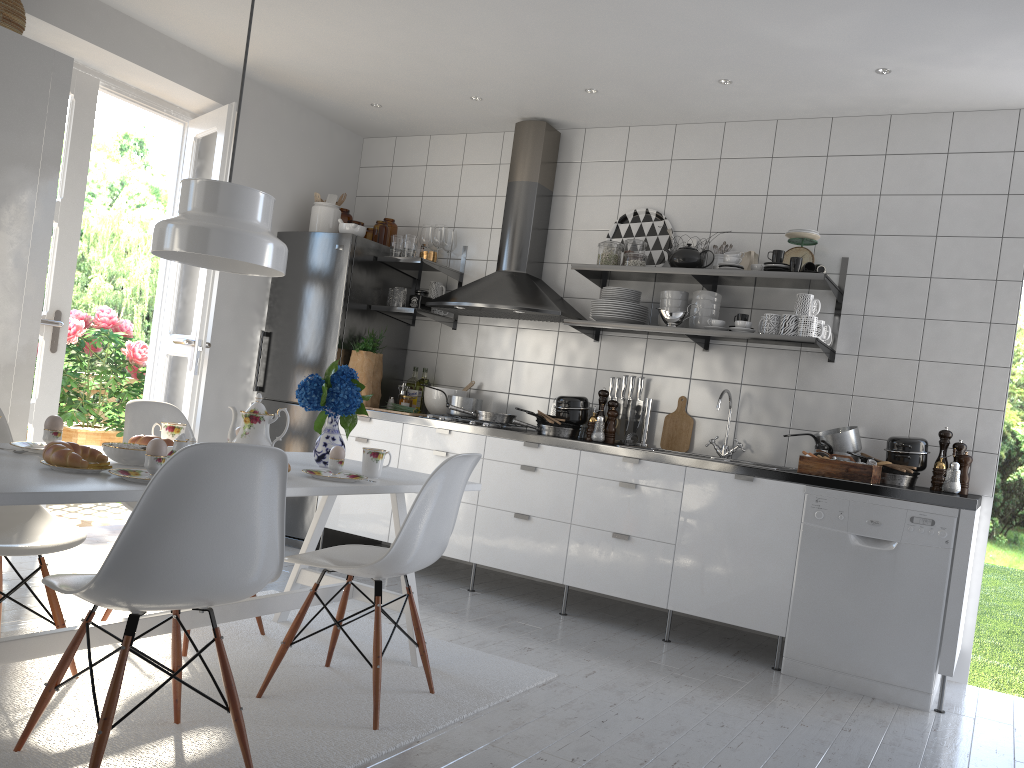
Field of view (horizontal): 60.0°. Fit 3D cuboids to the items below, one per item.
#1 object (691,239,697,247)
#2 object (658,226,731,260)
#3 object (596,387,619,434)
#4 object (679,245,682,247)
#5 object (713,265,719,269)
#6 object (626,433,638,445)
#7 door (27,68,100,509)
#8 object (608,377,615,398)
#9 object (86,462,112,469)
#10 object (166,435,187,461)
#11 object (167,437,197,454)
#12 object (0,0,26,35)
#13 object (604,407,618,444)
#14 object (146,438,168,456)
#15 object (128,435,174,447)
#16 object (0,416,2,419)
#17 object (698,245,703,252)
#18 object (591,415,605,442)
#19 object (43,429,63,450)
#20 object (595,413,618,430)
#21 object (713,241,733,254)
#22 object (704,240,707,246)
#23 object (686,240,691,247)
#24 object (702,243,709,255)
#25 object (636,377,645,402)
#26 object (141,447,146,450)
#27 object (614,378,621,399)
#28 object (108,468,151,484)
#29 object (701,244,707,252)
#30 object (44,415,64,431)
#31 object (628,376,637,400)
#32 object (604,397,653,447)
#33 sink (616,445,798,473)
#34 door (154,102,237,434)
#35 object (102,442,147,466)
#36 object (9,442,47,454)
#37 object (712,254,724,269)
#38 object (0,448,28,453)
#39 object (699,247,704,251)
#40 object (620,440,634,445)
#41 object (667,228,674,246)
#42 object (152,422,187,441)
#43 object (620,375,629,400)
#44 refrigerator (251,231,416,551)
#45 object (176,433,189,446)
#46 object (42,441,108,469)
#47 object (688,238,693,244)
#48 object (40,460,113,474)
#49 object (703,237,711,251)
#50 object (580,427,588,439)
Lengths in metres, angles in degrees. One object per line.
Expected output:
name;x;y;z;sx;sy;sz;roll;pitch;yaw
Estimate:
object;0.939;-0.648;4.598;0.025;0.227;0.085;8;0;-1
object;0.917;-0.676;4.545;0.377;0.279;0.198;7;0;12
object;0.488;0.160;4.590;0.123;0.283;0.061;8;1;35
object;0.869;-0.635;4.601;0.023;0.186;0.080;8;0;4
object;1.021;-0.550;4.339;0.079;0.048;0.082;8;-1;4
object;0.637;0.290;4.665;0.069;0.068;0.029;7;0;35
door;-2.410;-0.421;4.264;0.156;2.327;0.603;8;1;30
object;0.538;0.018;4.786;0.027;0.114;0.019;8;1;25
object;-1.012;0.196;2.126;0.109;0.036;0.070;8;-1;-12
object;-0.881;0.185;2.345;0.069;0.102;0.065;8;0;30
object;-0.924;0.194;2.558;0.186;0.084;0.140;7;-1;30
object;-1.911;-1.517;3.308;0.091;0.452;0.230;8;0;30
object;0.504;0.210;4.506;0.058;0.184;0.058;7;1;-32
object;-0.853;0.161;2.126;0.048;0.063;0.048;8;0;34
object;-1.074;0.182;2.667;0.161;0.057;0.124;8;-1;-6
object;-1.346;0.124;2.241;0.091;0.095;0.078;7;0;16
object;0.940;-0.628;4.543;0.023;0.187;0.081;8;1;39
object;0.439;0.225;4.465;0.069;0.135;0.069;8;0;10
object;-1.261;0.153;2.430;0.048;0.057;0.048;8;0;-20
object;0.482;0.231;4.694;0.116;0.144;0.127;8;0;-22
object;1.056;-0.626;4.475;0.104;0.203;0.077;8;0;27
object;0.969;-0.640;4.566;0.069;0.217;0.020;7;1;-35
object;0.910;-0.648;4.599;0.028;0.220;0.100;8;0;1
object;0.961;-0.628;4.522;0.062;0.190;0.023;8;1;11
object;0.688;0.027;4.699;0.046;0.132;0.022;8;1;33
object;-0.979;0.177;2.366;0.031;0.032;0.138;8;-1;-16
object;0.568;0.022;4.768;0.027;0.114;0.019;8;1;25
object;-0.860;0.225;2.126;0.200;0.016;0.201;6;-2;45
object;0.939;-0.627;4.508;0.090;0.181;0.023;8;1;2
object;-1.256;0.116;2.429;0.048;0.063;0.048;8;0;34
object;0.639;0.021;4.728;0.033;0.132;0.022;8;1;34
object;0.597;0.193;4.741;0.321;0.261;0.067;7;0;30
sink;0.921;0.402;4.205;0.764;0.112;0.488;7;-2;30
door;-1.781;-0.323;4.809;0.157;2.327;0.600;7;1;-40
object;-1.027;0.189;2.401;0.158;0.058;0.158;7;-1;20
object;-1.265;0.179;2.430;0.201;0.016;0.200;8;-2;-15
object;1.051;-0.585;4.462;0.084;0.130;0.084;8;0;8
object;-1.322;0.171;2.333;0.139;0.011;0.032;7;-1;26
object;0.928;-0.630;4.562;0.029;0.187;0.154;8;0;43
object;0.596;0.302;4.610;0.072;0.031;0.070;7;-1;30
object;0.829;-0.673;4.542;0.113;0.250;0.021;8;1;34
object;-1.096;0.173;2.846;0.078;0.095;0.091;7;0;28
object;0.603;0.017;4.748;0.033;0.132;0.022;8;1;34
refrigerator;-1.114;0.048;5.371;0.575;1.801;0.695;8;0;30
object;-0.900;0.184;2.409;0.069;0.102;0.065;8;0;30
object;-1.059;0.170;2.135;0.124;0.057;0.161;8;-1;-6
object;0.914;-0.653;4.619;0.029;0.232;0.063;8;1;18
object;-1.047;0.200;2.129;0.158;0.016;0.158;8;-2;0
object;0.964;-0.646;4.545;0.085;0.226;0.027;8;1;12
object;0.394;0.261;4.765;0.066;0.067;0.052;8;0;-10
